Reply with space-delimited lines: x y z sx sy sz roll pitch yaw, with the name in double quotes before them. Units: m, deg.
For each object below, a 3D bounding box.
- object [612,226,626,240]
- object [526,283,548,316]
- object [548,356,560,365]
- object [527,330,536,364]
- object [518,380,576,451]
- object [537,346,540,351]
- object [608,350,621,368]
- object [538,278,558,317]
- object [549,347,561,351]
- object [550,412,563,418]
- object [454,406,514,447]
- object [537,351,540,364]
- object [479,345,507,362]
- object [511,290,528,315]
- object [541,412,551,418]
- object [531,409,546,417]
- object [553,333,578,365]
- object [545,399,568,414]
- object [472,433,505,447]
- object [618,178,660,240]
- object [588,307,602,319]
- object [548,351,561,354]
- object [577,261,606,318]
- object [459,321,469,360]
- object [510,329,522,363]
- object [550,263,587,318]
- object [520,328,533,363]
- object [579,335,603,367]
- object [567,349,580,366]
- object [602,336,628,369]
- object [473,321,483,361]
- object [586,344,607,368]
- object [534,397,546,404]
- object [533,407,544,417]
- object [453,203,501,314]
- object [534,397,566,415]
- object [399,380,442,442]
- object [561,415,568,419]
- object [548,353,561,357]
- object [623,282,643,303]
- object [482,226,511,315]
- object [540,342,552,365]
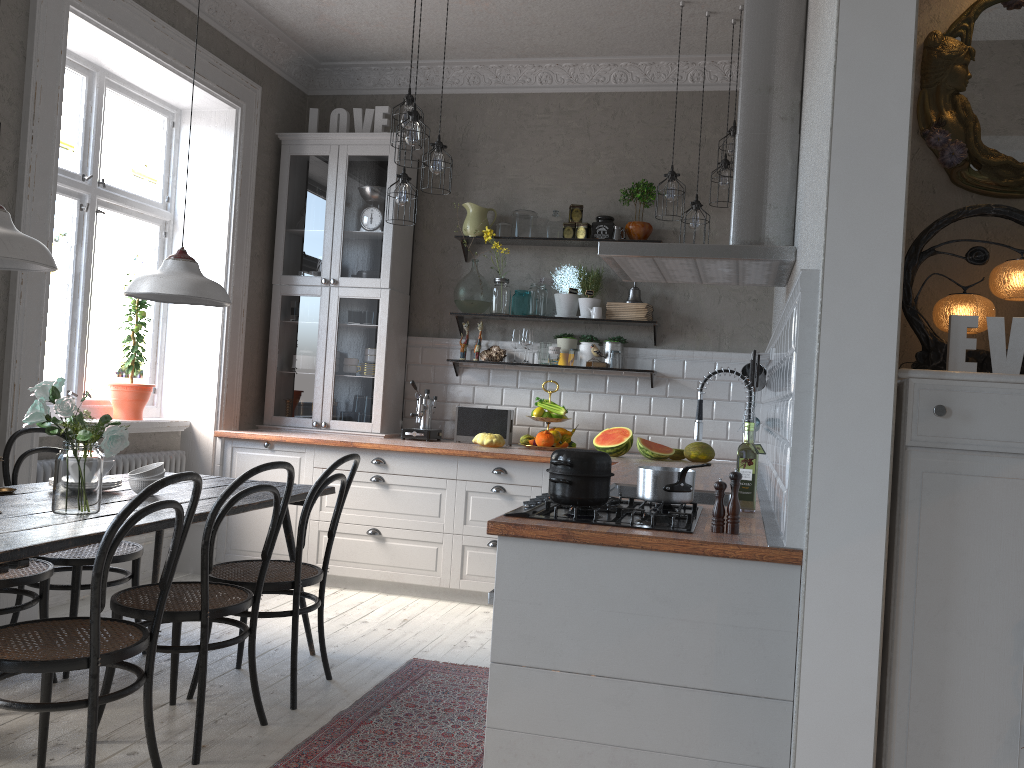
"object" 0.660 -0.922 5.435 0.092 0.096 0.075 3 -1 14
"object" 0.158 -0.523 5.552 0.122 0.206 0.127 3 -1 36
"object" 0.260 -0.144 5.486 0.077 0.051 0.077 4 -1 6
"object" 0.107 -0.234 5.625 0.082 0.217 0.082 4 -1 -1
"object" 0.224 0.189 5.378 0.352 0.425 0.351 4 -1 -2
"object" 0.198 -0.195 5.623 0.076 0.083 0.079 3 -1 31
"object" 0.632 -0.150 5.435 0.077 0.108 0.078 4 -1 7
"object" 0.220 -0.546 5.695 0.130 0.264 0.133 3 -1 19
"object" 0.264 -0.203 5.487 0.077 0.051 0.077 4 -1 -1
"object" 0.265 0.202 5.347 0.076 0.062 0.099 4 -1 -13
"object" -0.175 0.262 5.500 0.348 0.226 0.089 3 -1 12
"object" 0.196 -0.162 5.623 0.076 0.083 0.079 3 -1 31
"object" -0.121 -0.194 5.636 0.178 0.111 0.095 4 -1 -10
"object" 0.060 -0.511 5.665 0.124 0.172 0.127 3 -1 17
"object" 0.203 0.196 5.326 0.063 0.061 0.067 3 -1 13
"object" 0.164 0.188 5.396 0.096 0.078 0.101 4 -1 0
"object" 0.332 -0.221 5.602 0.157 0.217 0.155 4 -1 -7
"object" 0.279 0.146 5.411 0.177 0.096 0.090 3 -1 33
"object" -0.136 0.334 5.281 0.195 0.083 0.191 3 -1 14
"object" 0.800 -1.064 5.462 0.255 0.397 0.246 3 -1 38
"object" 0.521 -0.435 5.444 0.104 0.071 0.064 3 -1 43
"object" 0.263 -0.178 5.486 0.076 0.051 0.079 3 -1 32
"object" 0.482 -0.590 5.522 0.187 0.380 0.166 4 -1 -26
"object" -0.308 -0.280 5.721 0.054 0.264 0.061 4 -1 -15
"object" 0.024 -0.239 5.648 0.082 0.217 0.082 4 -1 -1
"object" 0.366 -0.585 5.601 0.240 0.354 0.239 3 -1 31
"object" 0.087 -0.236 5.537 0.082 0.217 0.082 4 -1 -1
"object" 0.485 -0.208 5.578 0.170 0.214 0.150 3 -1 43
"object" 0.387 -0.164 5.515 0.077 0.108 0.078 4 -1 7
"object" 0.646 -0.197 5.551 0.157 0.213 0.154 3 -1 11
"object" -0.210 -0.274 5.683 0.063 0.264 0.052 4 -1 -40
"object" 0.532 -0.172 5.476 0.120 0.147 0.099 4 -1 -19
"object" 0.173 0.108 5.369 0.073 0.058 0.050 4 -1 -10
"object" 0.160 0.171 5.320 0.058 0.069 0.080 3 -1 33
"object" -0.254 -0.785 5.639 0.338 0.674 0.333 4 -1 -18
"object" 0.235 0.133 5.350 0.208 0.101 0.068 3 -1 19
"object" -0.568 0.166 5.499 0.204 0.370 0.356 3 -1 14
"object" 0.312 0.203 5.368 0.051 0.050 0.050 3 -1 23
"object" 0.261 -0.161 5.486 0.077 0.051 0.077 4 -1 6
"object" 0.764 -0.636 5.487 0.131 0.287 0.130 4 -1 -2
"object" -0.101 -0.708 5.557 0.191 0.540 0.282 4 -1 6
"object" 0.208 -0.190 5.543 0.079 0.139 0.078 4 -1 -14
